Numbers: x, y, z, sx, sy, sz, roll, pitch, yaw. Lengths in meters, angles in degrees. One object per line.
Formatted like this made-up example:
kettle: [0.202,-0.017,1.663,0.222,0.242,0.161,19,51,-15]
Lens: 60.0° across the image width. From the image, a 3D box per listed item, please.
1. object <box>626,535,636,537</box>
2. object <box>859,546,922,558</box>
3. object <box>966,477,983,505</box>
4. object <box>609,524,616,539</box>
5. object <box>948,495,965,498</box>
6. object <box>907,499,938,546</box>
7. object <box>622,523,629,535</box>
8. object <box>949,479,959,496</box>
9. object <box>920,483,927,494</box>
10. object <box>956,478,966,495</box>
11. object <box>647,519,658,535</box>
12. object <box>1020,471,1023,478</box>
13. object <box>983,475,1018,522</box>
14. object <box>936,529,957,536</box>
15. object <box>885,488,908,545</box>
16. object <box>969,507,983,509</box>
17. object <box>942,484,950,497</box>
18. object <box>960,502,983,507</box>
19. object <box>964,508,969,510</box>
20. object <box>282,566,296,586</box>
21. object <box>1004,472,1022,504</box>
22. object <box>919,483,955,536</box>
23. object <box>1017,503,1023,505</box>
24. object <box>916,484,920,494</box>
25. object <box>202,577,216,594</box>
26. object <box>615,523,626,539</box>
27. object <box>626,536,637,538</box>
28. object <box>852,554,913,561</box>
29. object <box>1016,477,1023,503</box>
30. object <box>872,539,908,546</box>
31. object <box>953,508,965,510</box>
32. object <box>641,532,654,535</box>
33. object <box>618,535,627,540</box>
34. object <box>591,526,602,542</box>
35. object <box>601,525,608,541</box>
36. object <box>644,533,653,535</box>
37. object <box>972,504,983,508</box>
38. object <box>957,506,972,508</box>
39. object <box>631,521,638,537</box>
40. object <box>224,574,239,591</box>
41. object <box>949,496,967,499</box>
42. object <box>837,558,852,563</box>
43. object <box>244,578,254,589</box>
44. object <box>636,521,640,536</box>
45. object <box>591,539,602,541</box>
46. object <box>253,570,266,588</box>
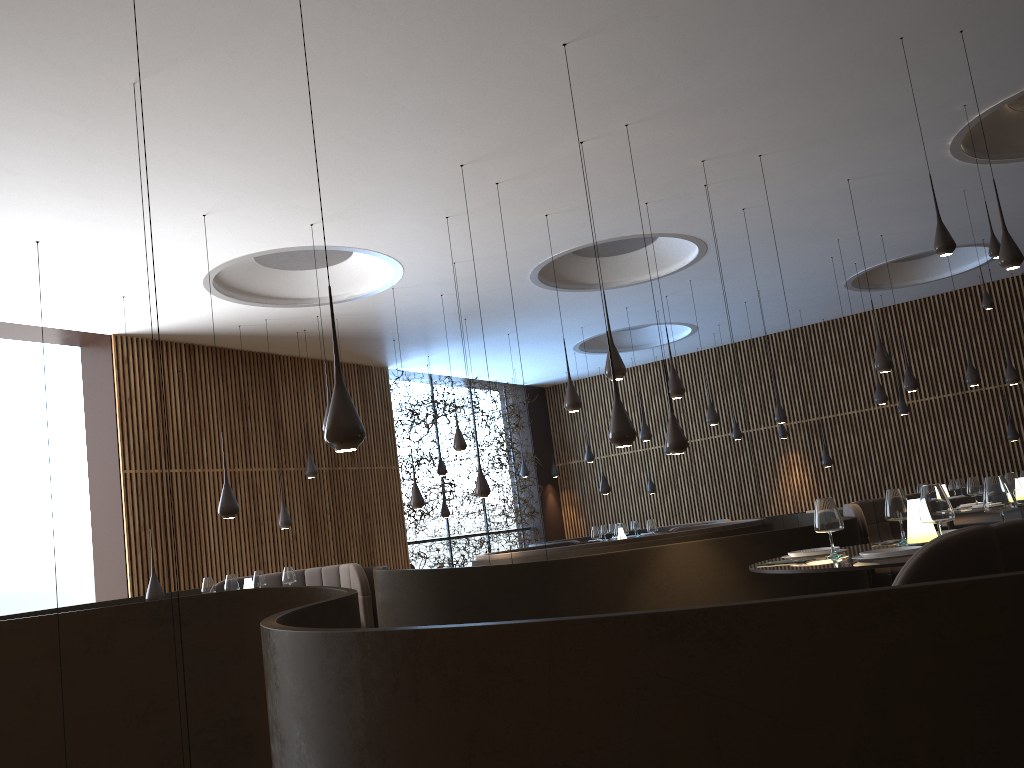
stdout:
object: [2.177,2.828,16.411,0.264,0.029,0.263,-15,-12,38]
object: [1.676,0.748,3.919,0.263,0.029,0.263,-12,-11,24]
object: [4.583,1.072,8.782,0.142,0.294,0.142,-13,-10,32]
object: [1.960,2.878,17.293,0.142,0.294,0.142,-13,-10,33]
object: [6.793,1.736,13.577,0.263,0.029,0.263,-12,-10,23]
object: [1.992,0.679,4.331,0.142,0.231,0.145,-9,-9,11]
object: [1.552,2.076,12.313,0.142,0.294,0.142,-1,-10,-35]
object: [6.931,1.644,13.901,0.142,0.294,0.142,-3,-10,-29]
object: [6.543,1.719,14.042,0.142,0.294,0.142,-11,-9,21]
object: [7.259,1.676,14.337,0.142,0.294,0.142,-4,-9,-20]
object: [1.874,1.949,11.821,0.142,0.294,0.142,-8,-9,4]
object: [5.145,1.009,8.840,0.142,0.294,0.142,-6,-9,-11]
object: [2.301,0.580,4.177,0.142,0.294,0.142,-8,-8,2]
object: [2.321,0.805,4.743,0.263,0.029,0.263,-12,-11,24]
object: [2.074,0.707,4.743,0.142,0.294,0.142,-12,-10,30]
object: [4.439,1.143,8.271,0.333,0.014,0.332,-14,-12,34]
object: [6.876,1.718,14.109,0.142,0.231,0.145,-11,-9,25]
object: [4.683,1.223,8.980,0.263,0.029,0.264,-4,-10,-19]
object: [4.438,1.145,8.275,0.204,0.012,0.412,-4,-10,-21]
object: [-2.346,2.075,9.335,0.142,0.294,0.142,-14,-10,36]
object: [4.629,0.965,8.192,0.142,0.294,0.142,-6,-9,-7]
object: [1.891,0.593,3.939,0.142,0.294,0.142,-2,-10,-33]
object: [4.505,1.091,7.979,0.262,0.017,0.127,-5,-10,-17]
object: [6.697,1.778,14.503,0.142,0.294,0.142,-3,-9,-25]
object: [-3.166,2.170,9.260,0.142,0.294,0.142,-8,-9,6]
object: [1.404,1.956,11.503,0.142,0.294,0.142,-7,-9,-5]
object: [2.178,2.837,16.410,0.332,0.014,0.332,-11,-10,19]
object: [1.677,0.757,3.917,0.332,0.014,0.333,2,-14,-45]
object: [4.894,1.015,8.504,0.144,0.231,0.143,-9,-9,7]
object: [2.121,0.885,4.958,0.127,0.017,0.262,-16,-13,42]
object: [4.400,1.260,8.881,0.126,0.017,0.263,-3,-10,-22]
object: [2.606,2.877,17.028,0.263,0.029,0.264,-11,-10,21]
object: [1.476,2.048,11.909,0.144,0.231,0.143,0,-11,-41]
object: [1.152,2.085,12.058,0.142,0.294,0.142,-7,-8,0]
object: [1.746,2.806,16.714,0.142,0.294,0.142,-12,-10,27]
object: [2.607,2.887,17.026,0.332,0.014,0.332,-11,-10,18]
object: [4.438,1.133,8.273,0.264,0.029,0.263,-15,-12,37]
object: [4.684,1.232,8.979,0.331,0.014,0.333,-4,-10,-22]
object: [2.300,2.717,16.616,0.142,0.294,0.142,-12,-9,26]
object: [-2.826,2.071,8.943,0.142,0.294,0.142,-12,-10,30]
object: [6.794,1.745,13.576,0.331,0.014,0.333,-3,-11,-25]
object: [1.674,0.759,3.920,0.412,0.012,0.204,-16,-13,42]
object: [-2.756,2.152,9.286,0.142,0.231,0.145,-1,-11,-35]
object: [2.419,2.802,17.198,0.142,0.294,0.142,-5,-9,-13]
object: [1.582,2.979,16.836,0.263,0.029,0.264,-4,-10,-20]
object: [-2.765,2.194,9.704,0.142,0.294,0.142,-8,-8,1]
